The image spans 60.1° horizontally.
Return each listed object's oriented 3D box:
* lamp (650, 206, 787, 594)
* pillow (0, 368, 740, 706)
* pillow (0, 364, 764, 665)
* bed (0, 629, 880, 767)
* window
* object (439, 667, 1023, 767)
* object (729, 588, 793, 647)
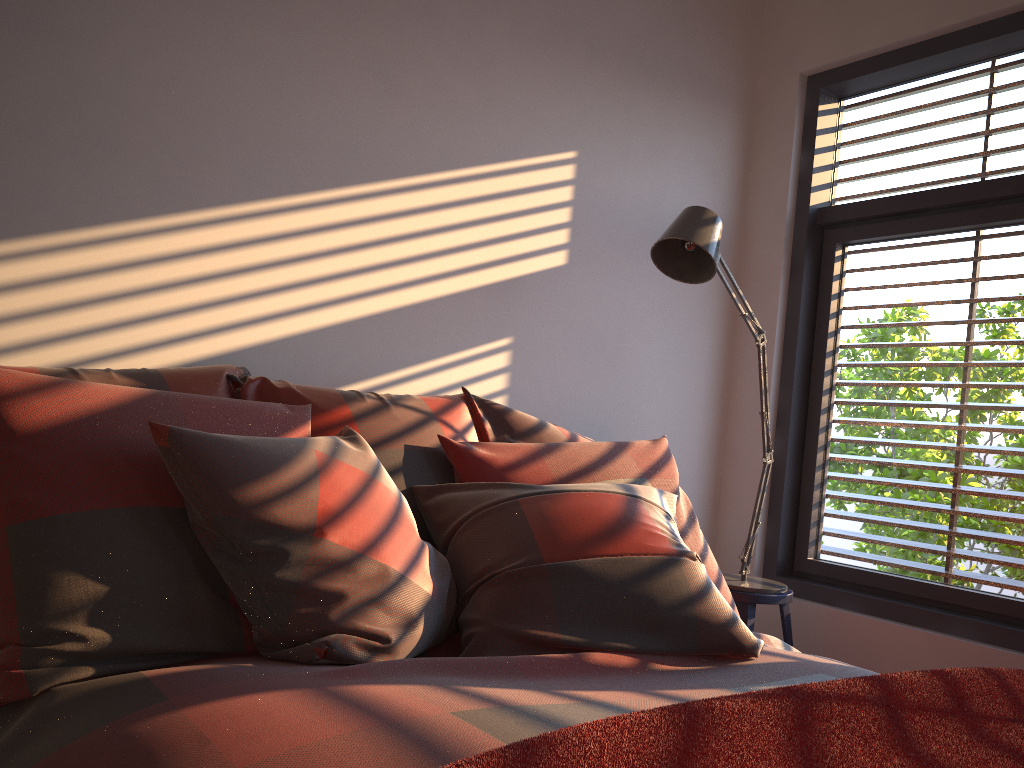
[{"bbox_3d":[0.637,0.081,2.754,0.790,1.127,0.278,6,0,-45],"label":"lamp"},{"bbox_3d":[-0.214,0.313,1.960,1.819,0.551,0.527,7,-2,-36],"label":"pillow"},{"bbox_3d":[-0.133,0.350,1.981,2.148,0.733,1.142,7,-3,-38],"label":"pillow"},{"bbox_3d":[0.201,0.643,1.488,2.042,0.769,2.309,7,-3,-37],"label":"bed"},{"bbox_3d":[1.881,-0.166,2.334,0.170,1.939,2.632,5,-1,-37],"label":"window"},{"bbox_3d":[0.567,0.717,0.940,2.652,0.660,0.681,7,-2,-36],"label":"object"},{"bbox_3d":[0.736,0.905,2.939,0.339,0.480,0.341,6,-1,-39],"label":"object"}]
